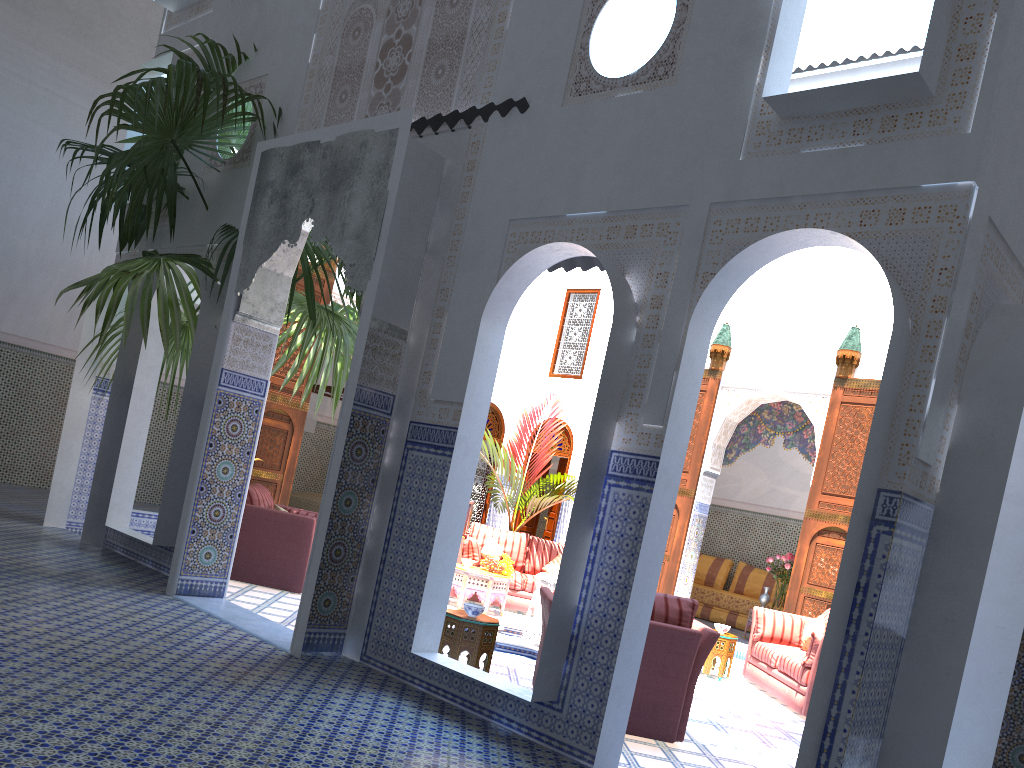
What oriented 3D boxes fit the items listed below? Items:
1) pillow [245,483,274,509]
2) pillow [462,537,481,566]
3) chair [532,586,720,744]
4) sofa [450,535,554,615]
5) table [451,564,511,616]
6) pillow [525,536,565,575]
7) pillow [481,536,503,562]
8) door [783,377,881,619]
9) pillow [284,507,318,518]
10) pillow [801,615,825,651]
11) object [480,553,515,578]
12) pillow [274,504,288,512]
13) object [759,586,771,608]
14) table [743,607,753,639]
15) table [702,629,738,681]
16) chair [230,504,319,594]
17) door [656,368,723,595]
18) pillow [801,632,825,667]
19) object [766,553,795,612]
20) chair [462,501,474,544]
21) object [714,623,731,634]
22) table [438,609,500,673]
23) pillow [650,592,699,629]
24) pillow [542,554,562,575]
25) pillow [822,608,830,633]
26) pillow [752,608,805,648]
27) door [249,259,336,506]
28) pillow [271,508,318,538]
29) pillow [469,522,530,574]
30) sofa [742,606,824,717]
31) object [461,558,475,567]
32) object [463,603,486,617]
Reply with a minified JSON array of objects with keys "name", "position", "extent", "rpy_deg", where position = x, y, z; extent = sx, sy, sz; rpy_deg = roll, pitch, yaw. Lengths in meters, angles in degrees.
[{"name":"pillow","position":[-1.850,0.908,6.277],"extent":[0.301,0.379,0.584],"rpy_deg":[12,-5,-2]},{"name":"pillow","position":[-0.361,1.490,7.752],"extent":[0.187,0.253,0.382],"rpy_deg":[12,-5,0]},{"name":"chair","position":[0.498,1.349,4.232],"extent":[0.813,0.542,0.729],"rpy_deg":[12,-4,-2]},{"name":"sofa","position":[0.087,1.764,7.973],"extent":[1.362,0.542,0.735],"rpy_deg":[12,-4,-3]},{"name":"table","position":[-0.303,1.708,7.298],"extent":[0.530,0.323,0.548],"rpy_deg":[7,-7,43]},{"name":"pillow","position":[0.409,1.641,8.143],"extent":[0.561,0.375,0.321],"rpy_deg":[12,-2,-2]},{"name":"pillow","position":[-0.174,1.506,7.853],"extent":[0.131,0.274,0.309],"rpy_deg":[12,-3,44]},{"name":"door","position":[2.671,1.195,7.221],"extent":[0.573,2.522,0.125],"rpy_deg":[13,2,43]},{"name":"pillow","position":[-1.546,1.068,6.520],"extent":[0.396,0.243,0.188],"rpy_deg":[12,-2,-2]},{"name":"pillow","position":[2.145,1.769,6.238],"extent":[0.130,0.278,0.304],"rpy_deg":[12,-3,9]},{"name":"object","position":[-0.117,1.526,7.339],"extent":[0.302,0.240,0.220],"rpy_deg":[10,-3,23]},{"name":"pillow","position":[-1.617,0.987,6.242],"extent":[0.258,0.234,0.168],"rpy_deg":[11,-2,20]},{"name":"object","position":[2.505,2.116,8.669],"extent":[0.108,0.213,0.105],"rpy_deg":[12,-1,-42]},{"name":"table","position":[2.582,2.404,8.578],"extent":[0.530,0.323,0.548],"rpy_deg":[7,-7,43]},{"name":"table","position":[1.451,1.955,6.351],"extent":[0.289,0.325,0.290],"rpy_deg":[12,-3,-2]},{"name":"chair","position":[-1.750,1.146,6.286],"extent":[0.727,0.542,0.816],"rpy_deg":[12,-5,-2]},{"name":"door","position":[1.462,1.082,8.301],"extent":[0.573,2.522,0.125],"rpy_deg":[13,1,37]},{"name":"pillow","position":[2.032,1.693,5.488],"extent":[0.396,0.243,0.188],"rpy_deg":[12,-2,-2]},{"name":"object","position":[2.639,1.936,8.561],"extent":[0.338,0.597,0.444],"rpy_deg":[12,-2,-21]},{"name":"chair","position":[-0.477,1.589,8.837],"extent":[0.495,1.082,0.493],"rpy_deg":[12,0,43]},{"name":"object","position":[1.518,1.772,6.336],"extent":[0.120,0.057,0.117],"rpy_deg":[16,-7,-35]},{"name":"table","position":[-0.235,1.346,4.496],"extent":[0.285,0.325,0.294],"rpy_deg":[10,-4,43]},{"name":"pillow","position":[0.546,1.124,4.080],"extent":[0.582,0.380,0.301],"rpy_deg":[12,-2,-3]},{"name":"pillow","position":[0.421,1.658,7.927],"extent":[0.262,0.236,0.148],"rpy_deg":[9,-3,44]},{"name":"pillow","position":[2.334,1.800,6.274],"extent":[0.301,0.379,0.584],"rpy_deg":[12,-5,-2]},{"name":"pillow","position":[1.976,1.819,6.485],"extent":[0.380,0.254,0.188],"rpy_deg":[12,-2,-2]},{"name":"door","position":[-1.947,0.221,7.303],"extent":[0.121,2.522,0.591],"rpy_deg":[13,1,38]},{"name":"pillow","position":[-1.519,1.017,6.069],"extent":[0.380,0.254,0.188],"rpy_deg":[12,-2,-2]},{"name":"pillow","position":[-0.141,1.521,8.106],"extent":[0.582,0.392,0.291],"rpy_deg":[12,-2,-3]},{"name":"sofa","position":[2.157,1.940,6.001],"extent":[0.732,0.540,1.369],"rpy_deg":[12,-6,-2]},{"name":"object","position":[-0.374,1.510,7.389],"extent":[0.119,0.057,0.118],"rpy_deg":[13,-6,-10]},{"name":"object","position":[-0.197,1.155,4.458],"extent":[0.120,0.057,0.117],"rpy_deg":[16,-7,-35]}]
